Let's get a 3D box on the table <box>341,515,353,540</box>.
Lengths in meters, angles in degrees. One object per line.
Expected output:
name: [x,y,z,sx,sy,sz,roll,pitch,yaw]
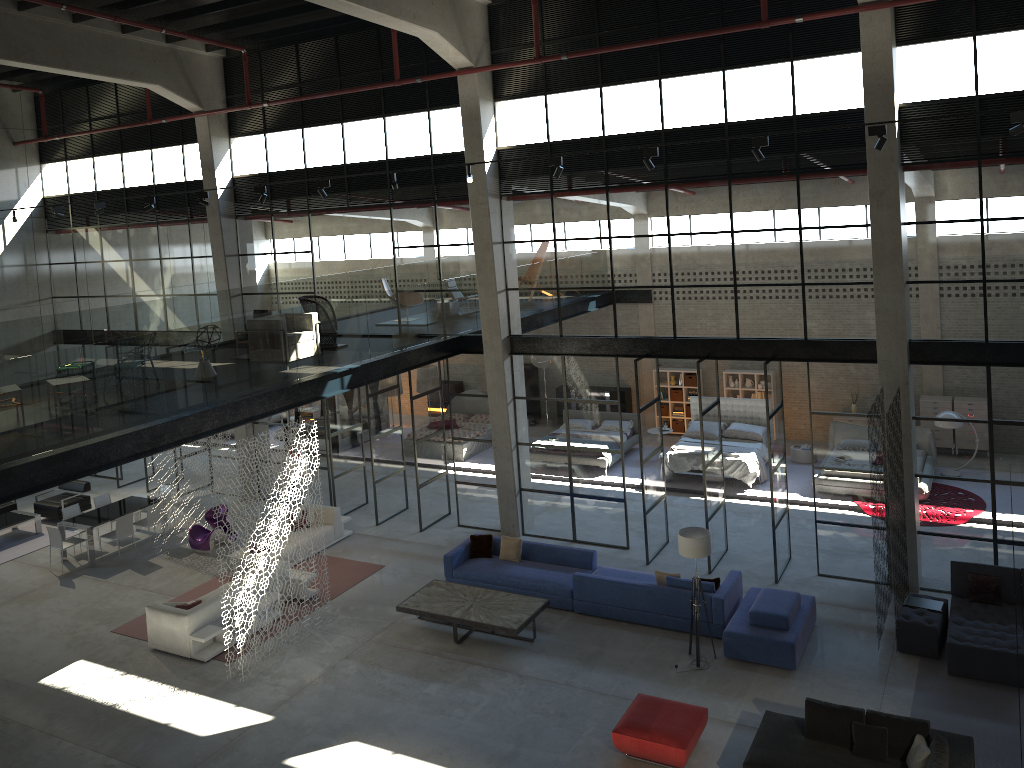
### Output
table: [-3.624,2.821,17.433,0.900,0.366,0.305,2,8,29]

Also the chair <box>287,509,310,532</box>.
chair: [-4.077,2.622,16.822,0.413,0.332,0.258,-8,7,-28]

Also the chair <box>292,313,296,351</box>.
chair: [-3.857,-0.737,14.867,0.803,0.825,0.998,0,9,29]

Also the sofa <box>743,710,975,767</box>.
sofa: [3.527,3.910,8.950,2.105,0.556,1.099,2,11,29]

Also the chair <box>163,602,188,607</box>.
chair: [-5.043,3.394,13.310,0.390,0.269,0.323,-3,8,4]

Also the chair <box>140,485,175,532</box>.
chair: [-7.446,2.632,18.419,0.419,0.863,0.552,-1,6,29]

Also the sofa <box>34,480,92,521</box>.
sofa: [-10.047,2.625,19.624,0.950,0.752,0.833,1,9,29]

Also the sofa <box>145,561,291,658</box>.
sofa: [-4.557,3.448,13.794,0.947,0.662,2.173,1,11,29]

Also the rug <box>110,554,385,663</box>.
rug: [-4.294,3.579,14.755,2.645,0.020,3.689,2,13,29]

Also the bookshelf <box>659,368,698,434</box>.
bookshelf: [4.387,0.483,23.078,1.238,1.743,0.333,-1,4,29]

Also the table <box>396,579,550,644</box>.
table: [-0.575,3.458,13.080,2.062,0.395,1.044,2,12,29]

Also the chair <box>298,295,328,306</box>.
chair: [-3.684,-1.189,16.712,0.687,0.978,0.838,-4,6,0]

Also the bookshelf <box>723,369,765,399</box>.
bookshelf: [6.035,0.549,22.172,1.238,1.743,0.333,-1,4,29]

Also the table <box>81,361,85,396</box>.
table: [-6.477,-0.049,13.069,0.392,0.512,0.418,-3,6,4]

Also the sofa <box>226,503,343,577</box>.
sofa: [-4.215,2.914,16.394,0.941,0.661,2.182,1,11,29]

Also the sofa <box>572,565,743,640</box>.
sofa: [2.185,3.082,13.231,2.334,0.715,1.070,2,10,29]

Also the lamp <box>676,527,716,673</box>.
lamp: [2.432,2.866,11.636,0.428,1.729,0.676,-2,4,27]

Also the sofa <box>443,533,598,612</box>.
sofa: [0.144,3.051,14.383,2.334,0.599,1.071,2,11,29]

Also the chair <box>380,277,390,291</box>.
chair: [-2.466,-1.991,20.272,0.984,1.019,0.795,-8,7,-32]

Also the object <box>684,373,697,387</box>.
object: [4.695,-0.108,22.839,0.323,0.294,0.329,0,9,29]

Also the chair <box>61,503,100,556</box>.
chair: [-8.607,2.891,17.498,0.544,0.863,0.425,-1,5,29]

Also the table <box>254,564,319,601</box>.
table: [-3.833,3.352,14.805,1.200,0.366,0.305,2,8,29]

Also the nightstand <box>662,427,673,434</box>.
nightstand: [3.518,1.443,20.714,0.601,0.694,0.610,-4,6,1]

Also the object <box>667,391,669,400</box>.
object: [4.137,0.296,23.220,0.082,0.226,0.081,-6,4,-30]

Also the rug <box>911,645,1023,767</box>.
rug: [6.504,3.823,9.838,3.626,0.020,2.692,2,13,29]

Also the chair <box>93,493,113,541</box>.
chair: [-8.270,2.748,18.109,0.544,0.863,0.425,-1,5,29]

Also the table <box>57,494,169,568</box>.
table: [-7.935,2.895,17.529,0.900,0.749,1.832,0,11,29]

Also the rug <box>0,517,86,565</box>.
rug: [-10.649,3.321,18.227,2.408,0.025,3.447,2,13,29]

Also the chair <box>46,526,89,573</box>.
chair: [-8.431,3.049,16.633,0.419,0.863,0.552,-1,6,29]

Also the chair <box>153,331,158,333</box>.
chair: [-5.919,-0.399,13.883,0.652,0.812,0.583,-7,6,-26]

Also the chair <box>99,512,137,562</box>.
chair: [-7.607,2.933,16.943,0.544,0.863,0.425,-1,5,29]

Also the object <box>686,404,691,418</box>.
object: [4.740,0.696,22.884,0.323,0.294,0.329,0,9,29]

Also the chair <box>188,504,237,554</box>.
chair: [-5.874,2.826,17.208,0.655,0.741,0.809,0,8,29]

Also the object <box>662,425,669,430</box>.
object: [3.624,1.030,20.717,0.168,0.089,0.170,-5,9,-9]

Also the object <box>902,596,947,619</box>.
object: [5.636,3.045,11.996,0.518,0.098,0.305,4,13,34]

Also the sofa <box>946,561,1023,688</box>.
sofa: [7.621,3.144,10.687,4.147,0.861,1.855,2,11,29]

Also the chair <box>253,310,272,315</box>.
chair: [-4.724,-0.942,16.230,0.519,0.817,0.565,-1,6,29]

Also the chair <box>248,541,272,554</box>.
chair: [-4.543,2.925,15.813,0.416,0.107,0.411,-7,11,-14]

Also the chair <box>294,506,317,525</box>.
chair: [-4.000,2.579,17.010,0.383,0.334,0.255,-8,7,-27]

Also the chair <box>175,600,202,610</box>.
chair: [-4.818,3.399,13.158,0.404,0.332,0.285,-6,7,-16]

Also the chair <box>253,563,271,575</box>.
chair: [-4.138,3.124,14.288,0.268,0.319,0.402,0,9,31]

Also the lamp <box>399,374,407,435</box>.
lamp: [-3.296,0.543,24.496,0.805,1.908,0.686,-5,4,-19]

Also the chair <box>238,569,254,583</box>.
chair: [-4.314,3.185,14.042,0.269,0.315,0.399,-2,8,16]

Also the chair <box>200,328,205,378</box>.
chair: [-5.027,-0.519,14.238,0.565,0.794,0.612,-4,6,-4]

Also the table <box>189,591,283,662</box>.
table: [-4.146,3.668,13.306,0.300,0.365,1.595,0,11,29]

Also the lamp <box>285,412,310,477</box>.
lamp: [-3.806,1.027,15.391,0.439,1.091,0.444,-1,5,38]

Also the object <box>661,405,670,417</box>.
object: [4.050,0.671,23.268,0.323,0.294,0.329,0,9,29]

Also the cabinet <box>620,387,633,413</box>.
cabinet: [2.276,0.682,24.292,2.080,1.149,0.455,1,6,29]

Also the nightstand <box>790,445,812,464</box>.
nightstand: [6.624,1.591,19.921,0.578,0.296,0.488,1,10,26]

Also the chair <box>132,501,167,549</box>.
chair: [-7.269,2.790,17.554,0.544,0.863,0.425,-1,5,29]

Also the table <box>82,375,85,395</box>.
table: [-6.218,0.139,12.322,0.476,0.391,0.635,-9,10,-35]

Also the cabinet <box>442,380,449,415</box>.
cabinet: [-2.003,0.516,26.596,1.039,1.151,0.455,0,5,29]

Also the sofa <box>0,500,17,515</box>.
sofa: [-11.972,2.927,18.742,0.820,0.749,2.493,0,11,29]

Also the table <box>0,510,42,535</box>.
table: [-10.859,3.146,18.140,0.900,0.403,1.832,2,12,29]

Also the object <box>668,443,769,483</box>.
object: [4.386,1.687,19.119,2.279,0.653,0.662,3,10,32]
